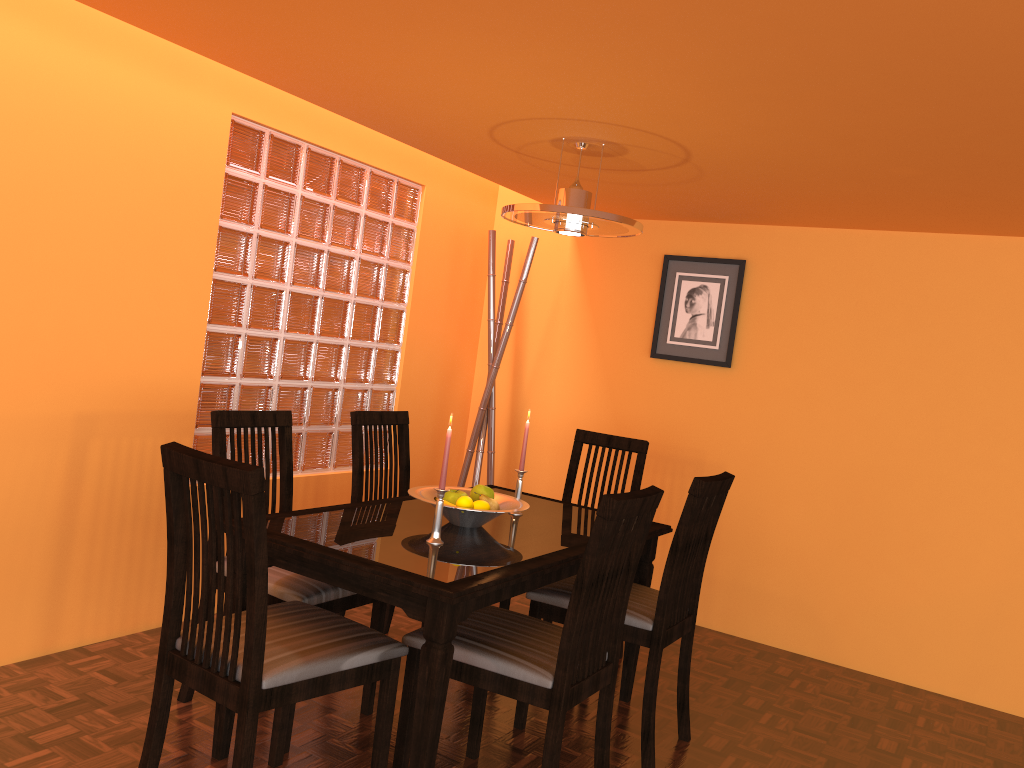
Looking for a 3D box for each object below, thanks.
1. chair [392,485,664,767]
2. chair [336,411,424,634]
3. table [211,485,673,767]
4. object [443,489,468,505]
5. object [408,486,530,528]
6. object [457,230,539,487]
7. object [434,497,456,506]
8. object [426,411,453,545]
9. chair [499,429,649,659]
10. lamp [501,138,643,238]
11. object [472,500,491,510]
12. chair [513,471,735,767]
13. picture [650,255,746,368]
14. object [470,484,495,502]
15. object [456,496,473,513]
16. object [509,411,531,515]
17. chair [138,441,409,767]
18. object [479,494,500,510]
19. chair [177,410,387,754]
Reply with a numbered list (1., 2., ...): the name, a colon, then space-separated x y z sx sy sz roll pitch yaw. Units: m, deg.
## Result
1. chair: 0.040 0.605 2.058 0.465 0.809 0.373 9 3 30
2. chair: -0.325 0.518 2.941 0.465 0.809 0.373 9 3 30
3. table: -0.135 0.677 2.484 0.697 0.584 1.259 9 3 30
4. object: -0.160 0.330 2.432 0.089 0.076 0.087 9 3 36
5. object: -0.123 0.350 2.441 0.337 0.072 0.337 7 2 -4
6. object: -0.099 0.111 4.024 0.226 1.589 0.308 6 3 -38
7. object: -0.136 0.342 2.389 0.150 0.052 0.066 7 3 -12
8. object: -0.168 0.227 2.168 0.044 0.326 0.044 8 3 19
9. chair: 0.234 0.584 3.128 0.373 0.809 0.465 9 3 25
10. lamp: 0.196 -0.594 2.705 0.435 0.274 0.435 6 3 -38
11. object: -0.085 0.334 2.371 0.055 0.046 0.046 7 2 -7
12. chair: 0.330 0.622 2.557 0.465 0.809 0.373 9 3 30
13. picture: 0.795 -0.317 3.810 0.361 0.456 0.014 9 3 30
14. object: -0.084 0.316 2.503 0.069 0.066 0.069 10 3 40
15. object: -0.126 0.318 2.344 0.046 0.046 0.055 8 3 13
16. object: 0.032 0.232 2.679 0.044 0.326 0.044 8 3 19
17. chair: -0.507 0.541 1.867 0.373 0.809 0.465 9 3 35
18. object: -0.061 0.336 2.429 0.055 0.070 0.066 8 3 11
19. chair: -0.614 0.502 2.443 0.465 0.809 0.373 9 3 30
